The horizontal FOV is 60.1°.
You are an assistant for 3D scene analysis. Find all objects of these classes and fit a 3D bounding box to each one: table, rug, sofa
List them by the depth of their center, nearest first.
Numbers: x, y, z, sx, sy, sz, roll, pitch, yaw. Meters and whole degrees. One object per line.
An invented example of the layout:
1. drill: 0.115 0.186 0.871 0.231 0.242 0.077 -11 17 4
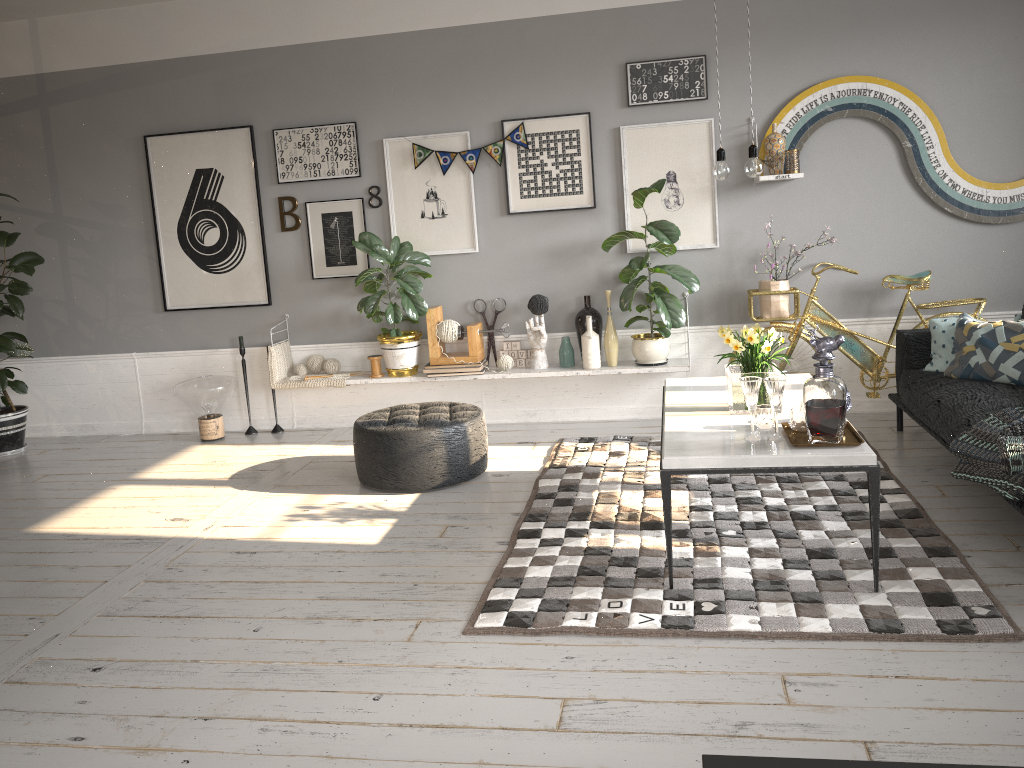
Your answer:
1. table: 1.020 0.353 3.771 0.731 0.506 1.471 -2 11 11
2. sofa: 2.415 0.088 3.909 0.969 0.790 2.366 -3 11 10
3. rug: 0.922 0.549 4.049 1.769 0.034 2.554 -2 11 11

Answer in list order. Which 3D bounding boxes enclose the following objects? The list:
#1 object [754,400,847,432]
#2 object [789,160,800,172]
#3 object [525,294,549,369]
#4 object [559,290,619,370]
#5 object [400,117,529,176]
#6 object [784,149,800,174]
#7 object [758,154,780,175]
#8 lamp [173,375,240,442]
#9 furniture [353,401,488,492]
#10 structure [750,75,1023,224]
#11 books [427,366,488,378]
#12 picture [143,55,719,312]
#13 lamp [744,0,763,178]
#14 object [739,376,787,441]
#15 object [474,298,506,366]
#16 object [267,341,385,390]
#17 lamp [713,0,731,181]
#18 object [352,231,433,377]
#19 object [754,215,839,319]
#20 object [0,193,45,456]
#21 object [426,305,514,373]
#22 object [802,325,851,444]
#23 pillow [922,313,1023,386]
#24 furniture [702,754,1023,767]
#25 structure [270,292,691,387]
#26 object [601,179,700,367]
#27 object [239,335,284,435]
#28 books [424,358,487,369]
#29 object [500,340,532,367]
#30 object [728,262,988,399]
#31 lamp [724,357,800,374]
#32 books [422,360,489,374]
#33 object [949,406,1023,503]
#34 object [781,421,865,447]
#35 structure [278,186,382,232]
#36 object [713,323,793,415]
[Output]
1. object: 1.083 0.131 3.342 0.279 0.086 0.248 -6 11 -11
2. object: 1.708 -1.313 5.350 0.062 0.081 0.063 -6 9 -13
3. object: 0.173 -0.339 5.718 0.155 0.479 0.137 -3 7 10
4. object: 0.479 -0.351 5.646 0.287 0.484 0.333 -9 9 -29
5. object: -0.303 -1.532 5.778 0.913 0.336 0.058 -2 7 10
6. object: 1.669 -1.324 5.274 0.086 0.138 0.086 -4 8 3
7. object: 1.521 -1.326 5.286 0.197 0.164 0.060 5 12 44
8. lamp: -2.088 0.167 6.101 0.432 0.434 0.436 1 11 32
9. furniture: -0.501 0.327 4.882 0.735 0.353 0.742 -5 10 -2
10. structure: 2.459 -1.388 5.189 2.020 0.947 0.269 -2 8 11
11. books: -0.353 -0.090 5.830 0.368 0.021 0.299 -3 11 5
12. picture: -2.659 -0.854 4.235 7.287 1.779 4.082 -2 10 11
13. lamp: 0.323 -1.511 3.311 1.399 1.523 0.075 -7 8 -20
14. object: 0.920 0.091 3.232 0.167 0.225 0.083 -1 8 22
15. object: -0.134 -0.341 5.908 0.221 0.459 0.019 -3 7 11
16. object: -1.229 -0.141 5.986 0.784 0.304 0.332 -2 9 11
17. lamp: 0.211 -1.519 3.393 1.399 1.523 0.075 -7 8 -20
18. object: -0.760 -0.526 5.781 0.510 0.955 0.550 -5 8 -4
19. object: 1.701 -0.710 5.327 0.488 0.635 0.256 0 9 28
20. object: -3.789 -0.093 4.543 1.010 1.777 3.938 -3 10 10
21. object: -0.263 -0.295 5.786 0.545 0.436 0.241 -2 8 11
22. object: 1.110 -0.002 3.131 0.156 0.413 0.149 0 9 30
23. pillow: 2.458 -0.210 4.503 0.443 0.359 0.806 -5 10 -7
24. furniture: 1.059 0.864 1.206 1.668 0.452 0.470 -2 9 11
25. structure: -0.238 -0.274 5.815 2.774 0.482 0.311 -2 8 11
26. object: 0.864 -0.684 5.496 0.418 1.140 0.568 -10 10 -39
27. object: -1.761 -0.003 6.166 0.279 0.695 0.092 -4 7 3
28. books: -0.370 -0.137 5.833 0.379 0.017 0.231 -3 11 8
29. object: 0.047 -0.201 5.857 0.264 0.172 0.079 -1 8 16
30. object: 2.134 -0.259 5.333 1.625 0.961 0.430 -4 8 2
31. lamp: 1.496 0.063 5.280 0.433 0.434 0.436 4 12 41
32. books: -0.367 -0.113 5.825 0.384 0.029 0.263 -2 11 11
33. object: 2.024 0.242 3.374 0.490 0.326 0.673 -3 10 6
34. object: 1.124 0.182 3.220 0.246 0.015 0.321 -2 11 11
35. structure: -1.233 -1.192 6.021 0.738 0.261 0.024 -2 7 11
36. object: 1.012 -0.071 3.708 0.324 0.348 0.355 -2 9 13
